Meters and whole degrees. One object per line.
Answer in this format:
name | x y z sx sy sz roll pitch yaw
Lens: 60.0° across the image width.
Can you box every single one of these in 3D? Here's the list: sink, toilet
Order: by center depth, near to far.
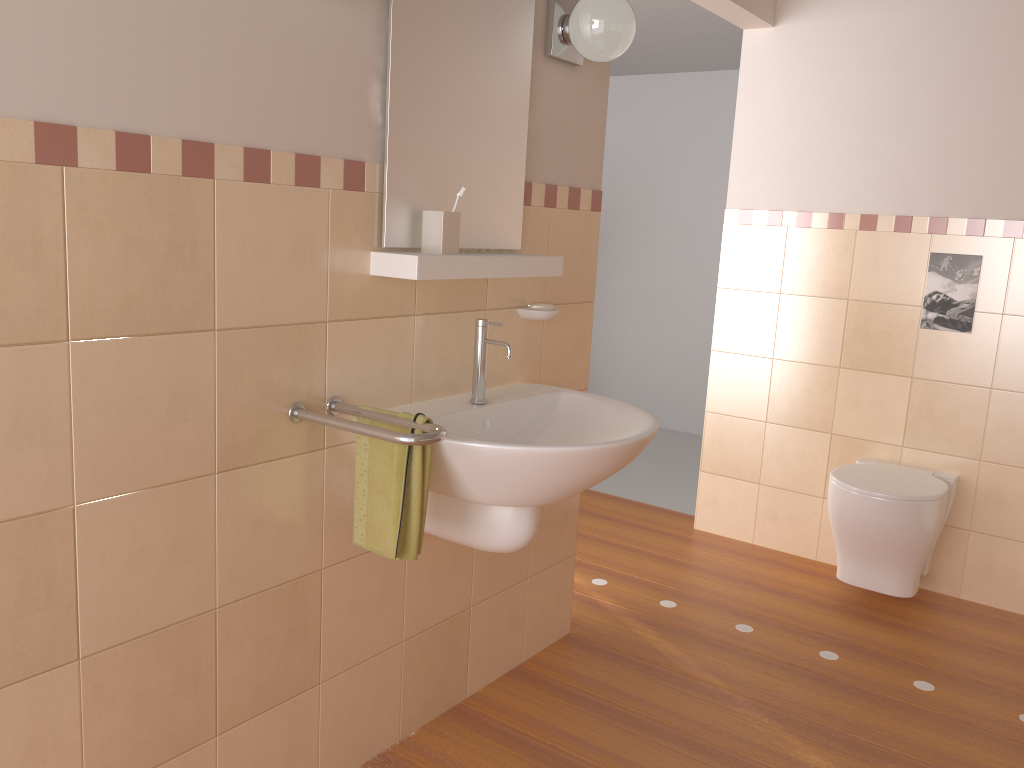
sink | 0.052 0.128 2.024 0.539 0.516 0.683 11 13 35
toilet | 1.343 0.524 3.193 0.375 0.400 0.534 11 13 35

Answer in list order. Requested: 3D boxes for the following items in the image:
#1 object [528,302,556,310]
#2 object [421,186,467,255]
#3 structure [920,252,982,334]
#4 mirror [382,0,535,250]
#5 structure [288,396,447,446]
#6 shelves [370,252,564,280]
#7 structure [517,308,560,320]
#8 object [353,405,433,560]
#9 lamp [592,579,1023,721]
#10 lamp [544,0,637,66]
object | 0.080 -0.207 2.366 0.075 0.023 0.050 3 10 0
object | -0.149 -0.360 1.946 0.073 0.149 0.063 11 13 35
structure | 1.590 -0.331 3.215 0.170 0.279 0.005 11 13 35
mirror | -0.105 -0.711 2.021 0.008 0.799 0.502 11 13 35
structure | -0.271 0.076 1.726 0.333 0.042 0.142 11 13 35
shelves | -0.087 -0.278 2.069 0.138 0.050 0.554 11 13 35
structure | 0.079 -0.185 2.368 0.092 0.029 0.117 11 13 35
object | -0.241 0.196 1.793 0.085 0.306 0.181 -5 13 -38
lamp | -0.157 0.988 1.721 2.893 0.001 3.173 11 13 35
lamp | 0.215 -0.913 2.271 0.209 0.173 0.173 11 13 35
